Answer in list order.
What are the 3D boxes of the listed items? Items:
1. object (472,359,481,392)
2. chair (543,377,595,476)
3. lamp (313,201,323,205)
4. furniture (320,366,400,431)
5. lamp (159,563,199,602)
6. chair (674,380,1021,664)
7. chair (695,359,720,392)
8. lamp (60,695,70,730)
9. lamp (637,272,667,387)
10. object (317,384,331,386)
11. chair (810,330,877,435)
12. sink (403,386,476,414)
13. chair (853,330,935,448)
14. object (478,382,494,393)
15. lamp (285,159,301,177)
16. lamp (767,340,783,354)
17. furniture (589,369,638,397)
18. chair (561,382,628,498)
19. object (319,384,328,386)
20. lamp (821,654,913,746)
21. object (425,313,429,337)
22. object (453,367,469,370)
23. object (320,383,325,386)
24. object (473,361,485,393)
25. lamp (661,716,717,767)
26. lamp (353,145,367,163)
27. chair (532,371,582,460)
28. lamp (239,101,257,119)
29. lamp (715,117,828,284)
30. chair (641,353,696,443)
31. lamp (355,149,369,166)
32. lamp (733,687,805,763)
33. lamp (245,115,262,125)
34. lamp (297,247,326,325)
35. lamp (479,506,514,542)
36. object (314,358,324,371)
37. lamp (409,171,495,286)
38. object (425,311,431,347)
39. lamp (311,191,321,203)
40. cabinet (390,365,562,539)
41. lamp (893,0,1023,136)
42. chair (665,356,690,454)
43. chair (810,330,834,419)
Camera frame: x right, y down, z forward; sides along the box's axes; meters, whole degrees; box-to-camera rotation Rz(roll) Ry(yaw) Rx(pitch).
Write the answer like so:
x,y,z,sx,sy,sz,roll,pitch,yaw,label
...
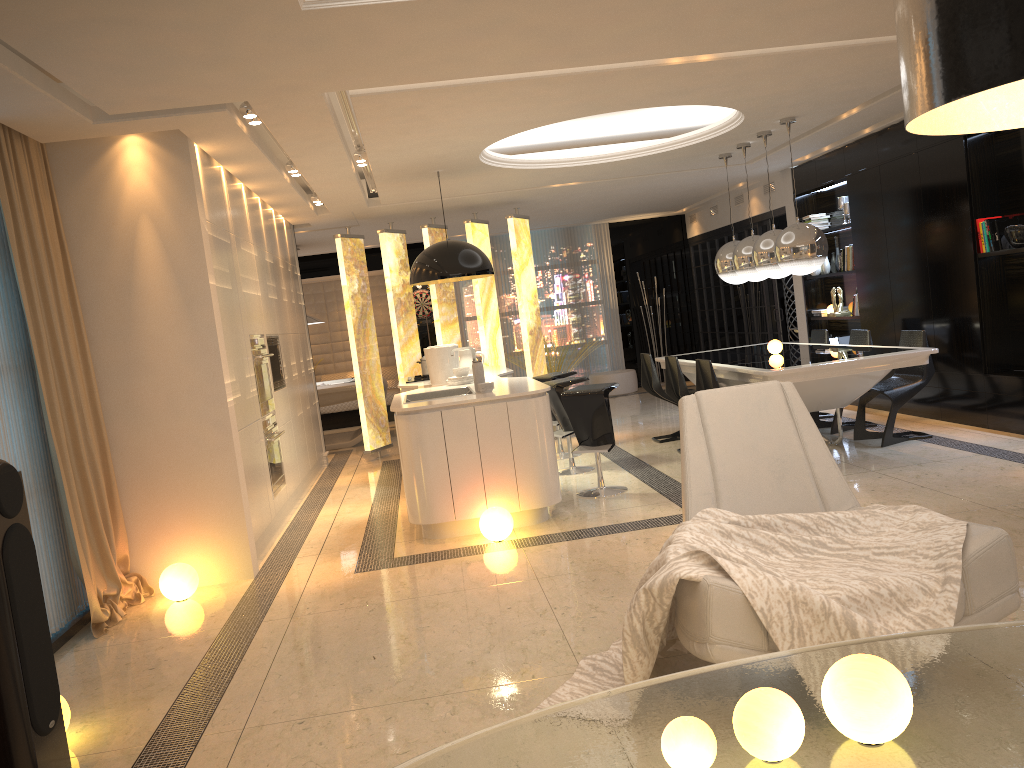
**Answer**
x,y,z,sx,sy,sz,roll,pitch,yaw,label
-0.233,-0.061,6.115,0.071,0.219,0.071,-10,5,-29,object
0.469,0.352,7.510,0.380,0.789,0.380,-9,5,-23,chair
-1.863,-1.782,8.521,0.107,0.127,0.107,-8,4,-9,lamp
-2.388,0.203,14.166,1.312,0.810,1.107,-8,4,-6,furniture
-1.902,1.130,5.066,0.213,0.214,0.212,-3,6,45,lamp
0.981,0.519,3.081,1.027,0.991,0.983,-8,4,-6,chair
1.738,0.207,6.840,0.496,0.858,0.523,-8,4,-6,chair
-1.755,1.246,3.285,0.213,0.214,0.212,-3,6,45,lamp
2.229,-0.857,13.788,0.418,1.801,0.200,-8,4,-6,lamp
-3.211,0.104,11.805,1.605,0.026,0.028,-7,4,-1,object
2.942,-0.029,7.935,0.496,0.858,0.523,-8,4,-6,chair
-0.508,0.148,6.246,0.485,0.152,0.738,-8,4,-6,sink
3.032,0.023,7.092,0.496,0.858,0.523,-8,4,-6,chair
-0.172,0.024,5.934,0.111,0.062,0.111,-6,4,16,object
-1.682,-1.678,6.835,0.107,0.127,0.270,-8,4,-6,lamp
2.269,-0.320,7.650,0.125,0.125,0.125,-3,6,45,lamp
1.543,-0.021,13.521,0.735,0.357,0.735,-10,5,-34,furniture
0.615,0.408,6.518,0.380,0.789,0.380,-5,5,27,chair
-3.164,0.127,11.426,1.605,0.026,0.028,-9,5,-26,object
0.596,0.528,1.490,0.143,0.143,0.143,-9,5,-21,lamp
-1.174,-0.278,13.141,0.026,1.605,0.027,-5,5,32,object
-0.403,-0.103,7.057,0.138,0.051,0.138,-3,6,42,object
-2.487,0.010,11.637,0.057,0.057,0.057,-10,5,-36,object
-0.222,-0.054,6.009,0.071,0.219,0.071,-8,4,-15,object
0.292,0.596,1.462,0.090,0.091,0.090,-3,6,45,lamp
-1.144,-1.735,6.680,0.107,0.127,0.107,-9,5,-24,lamp
0.419,0.296,8.341,0.380,0.789,0.380,-11,5,-38,chair
-1.485,-1.564,5.001,0.107,0.127,0.107,-9,4,-17,lamp
2.156,-1.512,7.684,0.408,1.226,1.827,-8,4,-6,lamp
1.555,0.101,8.543,0.496,0.858,0.523,-8,4,-6,chair
-1.161,-1.745,6.842,0.107,0.127,0.107,-9,5,-24,lamp
0.427,0.565,1.475,0.115,0.115,0.115,-6,5,20,lamp
-1.503,-1.574,5.163,0.107,0.127,0.107,-9,4,-17,lamp
-3.290,-1.195,11.489,1.578,0.995,0.939,-8,4,-5,lamp
-0.097,0.867,5.499,0.213,0.214,0.212,-3,6,45,lamp
-3.196,-0.116,14.370,0.390,0.718,0.388,-8,4,-14,object
-0.553,-1.307,7.336,0.710,0.898,0.710,-7,4,5,lamp
-1.168,-0.275,13.093,0.026,1.605,0.027,-5,5,32,object
-1.846,-1.772,8.358,0.107,0.127,0.107,-9,5,-24,lamp
-0.389,0.419,7.430,1.046,0.887,3.752,-8,4,-6,cabinet
0.731,0.002,0.117,0.393,2.519,2.009,-8,4,-6,lamp
1.646,0.154,7.701,0.496,0.858,0.523,-8,4,-6,chair
2.856,-0.079,8.735,0.496,0.858,0.523,-8,4,-6,chair
